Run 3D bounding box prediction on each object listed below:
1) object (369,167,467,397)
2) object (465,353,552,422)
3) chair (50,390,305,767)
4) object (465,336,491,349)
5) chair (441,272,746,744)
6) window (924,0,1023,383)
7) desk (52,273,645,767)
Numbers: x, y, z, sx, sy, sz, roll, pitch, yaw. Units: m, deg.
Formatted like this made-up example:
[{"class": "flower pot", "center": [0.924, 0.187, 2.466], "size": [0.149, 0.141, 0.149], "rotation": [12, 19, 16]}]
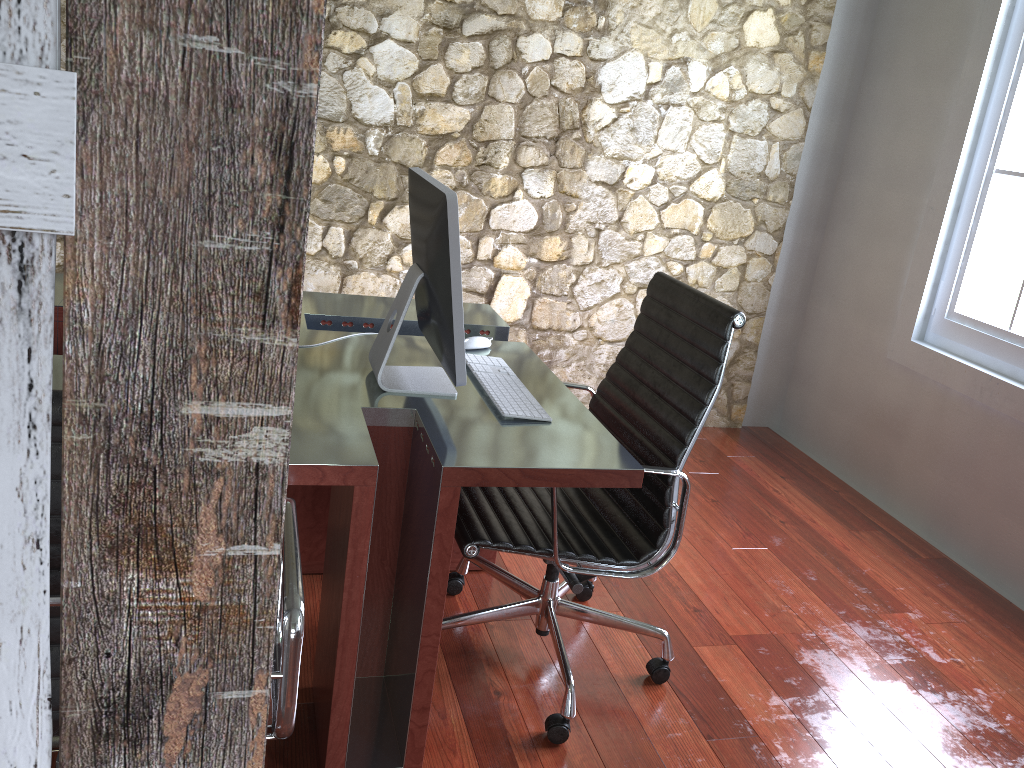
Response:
[{"class": "object", "center": [-0.209, -0.236, 2.062], "size": [0.189, 0.478, 0.491], "rotation": [3, 17, -17]}, {"class": "object", "center": [-0.023, 0.001, 2.165], "size": [0.118, 0.017, 0.446], "rotation": [3, 19, -17]}, {"class": "chair", "center": [-0.634, 0.396, 1.423], "size": [0.665, 1.009, 0.709], "rotation": [1, 18, -23]}, {"class": "object", "center": [-0.103, -0.116, 2.466], "size": [0.059, 0.028, 0.107], "rotation": [23, 23, 38]}, {"class": "chair", "center": [0.128, 0.244, 2.227], "size": [0.698, 1.009, 0.676], "rotation": [4, 17, -14]}, {"class": "window", "center": [2.051, -0.855, 2.731], "size": [0.127, 1.957, 1.551], "rotation": [4, 17, -17]}, {"class": "desk", "center": [-1.149, 0.241, 2.117], "size": [2.504, 0.717, 1.321], "rotation": [3, 18, -17]}]
